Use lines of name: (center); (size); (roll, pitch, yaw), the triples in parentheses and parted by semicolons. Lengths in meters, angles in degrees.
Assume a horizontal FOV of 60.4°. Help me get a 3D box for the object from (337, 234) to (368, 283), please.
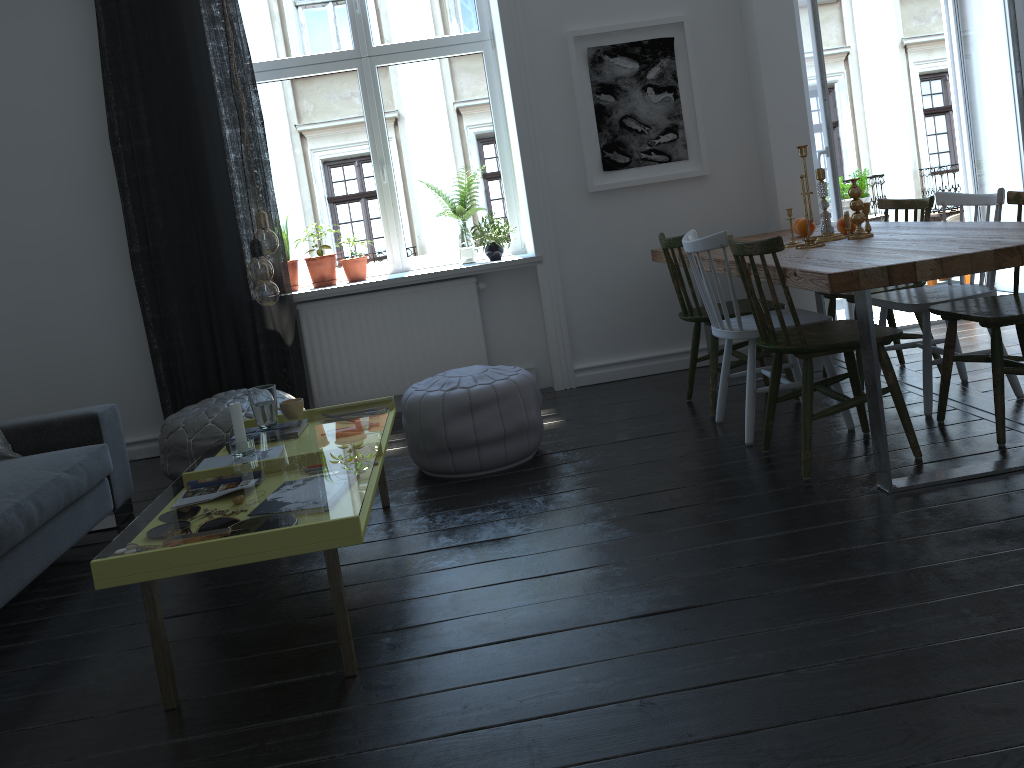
object: (-0.904, -0.731, 5.089); (0.197, 0.275, 0.176); (-13, 8, -36)

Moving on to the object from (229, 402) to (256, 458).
object: (-0.860, 0.140, 2.776); (0.074, 0.172, 0.076); (-5, 6, 32)

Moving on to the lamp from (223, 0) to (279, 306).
lamp: (-0.848, -0.970, 2.636); (0.088, 1.483, 0.075); (-7, 5, 21)

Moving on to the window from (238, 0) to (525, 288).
window: (-0.830, -1.643, 5.264); (1.570, 1.968, 0.108); (-9, 4, -4)

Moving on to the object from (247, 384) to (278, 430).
object: (-0.884, 0.084, 3.149); (0.099, 0.144, 0.097); (-15, 9, -42)

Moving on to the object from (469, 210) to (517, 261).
object: (-0.106, -0.857, 5.069); (0.284, 0.292, 0.289); (-8, 8, 1)

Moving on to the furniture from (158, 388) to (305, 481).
furniture: (-1.316, 0.236, 4.191); (0.680, 0.378, 0.688); (-9, 9, -3)

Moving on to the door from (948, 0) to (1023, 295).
door: (2.885, -1.489, 5.275); (0.105, 2.006, 0.590); (-9, 5, -8)

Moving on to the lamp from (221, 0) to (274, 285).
lamp: (-0.838, -1.024, 2.531); (0.087, 1.483, 0.074); (-13, 6, -42)

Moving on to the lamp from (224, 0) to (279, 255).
lamp: (-0.844, -1.118, 2.590); (0.074, 1.483, 0.075); (-5, 6, 43)

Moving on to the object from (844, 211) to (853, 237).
object: (1.457, -0.698, 3.823); (0.103, 0.113, 0.103); (-11, 8, -17)

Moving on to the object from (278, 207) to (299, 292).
object: (-1.327, -0.778, 5.078); (0.302, 0.494, 0.335); (-11, 7, -20)

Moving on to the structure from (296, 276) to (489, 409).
structure: (-0.631, -0.223, 4.948); (1.065, 0.622, 0.074); (-9, 4, -4)

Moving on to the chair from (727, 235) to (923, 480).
chair: (1.078, -0.145, 3.117); (0.486, 0.819, 0.472); (-9, 6, -5)

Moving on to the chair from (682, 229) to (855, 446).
chair: (1.004, -0.235, 3.593); (0.510, 0.834, 0.471); (-9, 6, -3)

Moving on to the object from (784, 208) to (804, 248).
object: (1.174, -0.657, 3.699); (0.080, 0.159, 0.081); (-3, 8, 44)

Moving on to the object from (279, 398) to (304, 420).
object: (-0.808, 0.095, 3.245); (0.086, 0.066, 0.088); (-5, 9, 25)

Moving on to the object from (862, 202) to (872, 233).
object: (1.491, -0.692, 3.699); (0.049, 0.137, 0.050); (-9, 5, -3)

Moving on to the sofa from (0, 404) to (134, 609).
sofa: (-2.064, 0.489, 2.560); (1.085, 0.714, 2.406); (-9, 10, -3)

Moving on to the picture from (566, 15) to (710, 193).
picture: (0.700, -1.560, 4.918); (0.688, 0.879, 0.084); (-9, 4, -4)

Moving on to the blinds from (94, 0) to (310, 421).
blinds: (-1.675, -1.126, 4.611); (0.806, 2.945, 0.113); (-9, 4, -5)

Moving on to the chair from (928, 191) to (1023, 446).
chair: (1.812, -0.265, 3.164); (0.486, 0.819, 0.472); (-9, 6, -5)

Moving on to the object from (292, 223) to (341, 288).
object: (-1.112, -0.748, 5.091); (0.257, 0.366, 0.238); (-8, 6, 9)

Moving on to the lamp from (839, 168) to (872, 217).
lamp: (2.422, -2.245, 5.393); (0.493, 2.482, 2.736); (-9, 8, -3)

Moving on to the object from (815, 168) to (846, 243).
object: (1.329, -0.763, 3.748); (0.140, 0.308, 0.142); (-4, 7, 39)

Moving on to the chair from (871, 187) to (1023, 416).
chair: (1.790, -0.366, 3.654); (0.510, 0.834, 0.471); (-9, 6, -3)

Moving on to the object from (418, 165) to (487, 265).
object: (-0.285, -0.985, 5.162); (0.332, 0.560, 0.392); (-14, 8, -39)

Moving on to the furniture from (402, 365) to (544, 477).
furniture: (-0.164, 0.144, 3.814); (0.617, 0.415, 0.617); (-10, 9, -9)

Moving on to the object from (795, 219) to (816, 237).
object: (1.381, -0.734, 4.141); (0.090, 0.087, 0.085); (-5, 8, 23)

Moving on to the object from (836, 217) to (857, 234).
object: (1.493, -0.707, 3.926); (0.084, 0.083, 0.090); (-7, 8, 9)

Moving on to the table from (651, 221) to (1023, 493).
table: (1.390, -0.257, 3.728); (1.019, 0.707, 2.258); (-9, 10, -3)

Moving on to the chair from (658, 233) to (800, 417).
chair: (0.984, -0.320, 4.084); (0.486, 0.819, 0.472); (-9, 6, -5)

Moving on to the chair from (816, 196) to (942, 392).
chair: (1.718, -0.440, 4.131); (0.486, 0.819, 0.472); (-9, 6, -5)

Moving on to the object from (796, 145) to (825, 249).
object: (1.175, -0.750, 3.538); (0.115, 0.407, 0.113); (-13, 6, -41)

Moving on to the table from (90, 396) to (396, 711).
table: (-0.669, 0.417, 2.693); (0.601, 0.394, 1.420); (-9, 10, -3)

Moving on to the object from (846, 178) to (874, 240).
object: (1.421, -0.722, 3.625); (0.100, 0.245, 0.102); (-7, 6, 20)

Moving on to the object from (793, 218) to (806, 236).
object: (1.392, -0.754, 4.223); (0.084, 0.089, 0.088); (-10, 8, -13)

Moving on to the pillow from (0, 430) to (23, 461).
pillow: (-2.210, 0.263, 2.601); (0.478, 0.485, 2.087); (-8, 11, 2)

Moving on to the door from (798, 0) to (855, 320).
door: (1.770, -1.306, 5.200); (0.105, 2.006, 0.592); (-8, 5, 3)

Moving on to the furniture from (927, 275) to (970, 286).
furniture: (3.227, -0.889, 6.434); (0.400, 0.370, 0.933); (-9, 10, -3)
